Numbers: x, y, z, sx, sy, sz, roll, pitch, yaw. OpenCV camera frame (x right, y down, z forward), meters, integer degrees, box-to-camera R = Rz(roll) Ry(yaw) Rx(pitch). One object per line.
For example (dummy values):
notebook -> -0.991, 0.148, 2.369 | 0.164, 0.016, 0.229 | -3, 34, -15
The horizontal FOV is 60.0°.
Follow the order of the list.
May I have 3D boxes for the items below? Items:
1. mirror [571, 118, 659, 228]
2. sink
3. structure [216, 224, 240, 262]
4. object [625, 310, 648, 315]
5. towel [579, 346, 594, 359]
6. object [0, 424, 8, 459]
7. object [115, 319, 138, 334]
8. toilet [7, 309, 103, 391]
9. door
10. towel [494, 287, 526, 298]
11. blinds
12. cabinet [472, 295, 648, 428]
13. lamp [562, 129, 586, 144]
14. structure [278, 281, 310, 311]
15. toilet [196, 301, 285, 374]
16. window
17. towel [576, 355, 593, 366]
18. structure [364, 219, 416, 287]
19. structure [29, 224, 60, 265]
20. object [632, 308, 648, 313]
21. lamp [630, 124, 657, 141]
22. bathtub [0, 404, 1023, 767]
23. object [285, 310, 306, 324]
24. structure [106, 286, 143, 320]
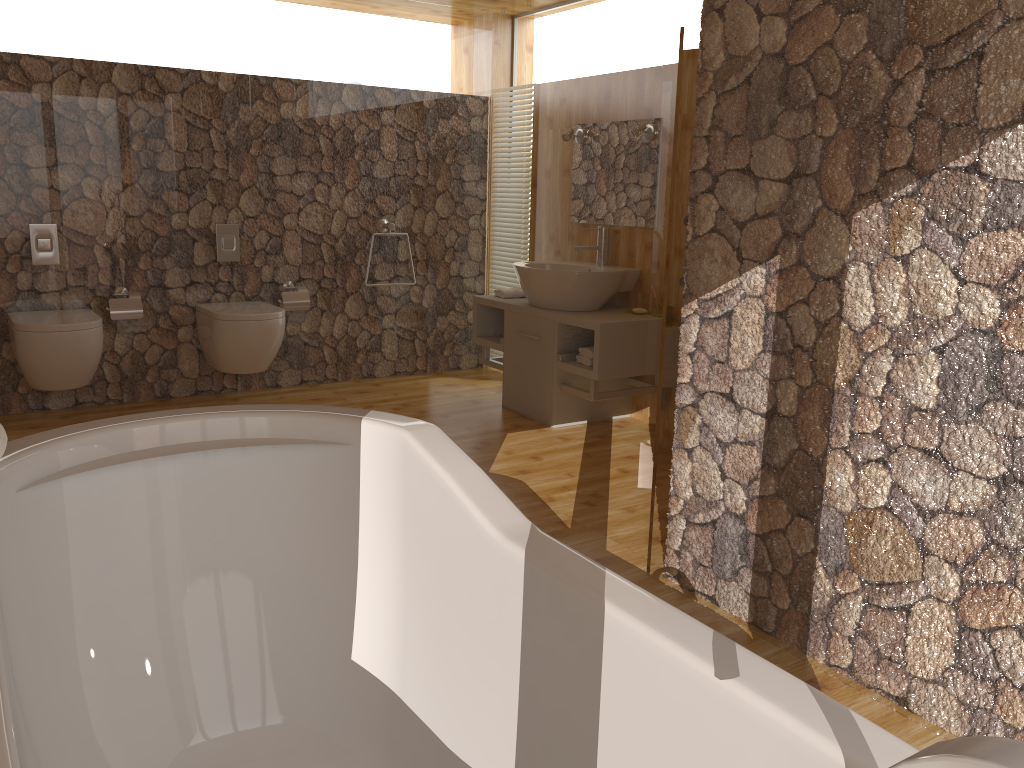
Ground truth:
mirror -> 0.525, -1.091, 4.600 | 0.005, 0.523, 0.698 | -6, 15, -32
sink -> 0.292, -0.605, 4.560 | 0.533, 0.409, 0.634 | -6, 15, -32
structure -> -1.533, -0.762, 4.782 | 0.120, 0.200, 0.010 | -6, 15, -32
object -> 0.631, -0.355, 4.388 | 0.100, 0.010, 0.100 | -6, 15, -32
towel -> 0.452, -0.162, 4.290 | 0.225, 0.048, 0.140 | -5, 14, -27
object -> -0.861, 0.100, 1.405 | 0.105, 0.077, 0.166 | -4, 14, -24
object -> -1.954, -0.335, 4.489 | 0.098, 0.151, 0.090 | -6, 15, -32
toilet -> -2.150, -0.151, 4.211 | 0.371, 0.337, 0.507 | -6, 15, -32
door -> 1.011, -0.626, 3.220 | 0.983, 2.147, 0.077 | 3, 12, 7
towel -> 0.028, -0.512, 4.944 | 0.225, 0.048, 0.140 | -5, 14, -27
blinds -> -0.004, -1.148, 5.441 | 0.042, 2.178, 0.420 | -6, 15, -32
cabinet -> 0.284, -0.128, 4.670 | 0.517, 0.570, 1.136 | -6, 15, -32
lamp -> 0.322, -1.330, 4.755 | 0.124, 0.080, 0.080 | -6, 15, -32
structure -> -1.233, -0.493, 4.959 | 0.170, 0.151, 0.154 | -6, 15, -32
toilet -> -1.411, -0.234, 4.683 | 0.371, 0.337, 0.507 | -6, 15, -32
window -> 1.079, -0.810, 4.068 | 0.010, 2.164, 3.964 | -6, 15, -32
towel -> 0.439, -0.126, 4.299 | 0.225, 0.048, 0.140 | -5, 14, -27
structure -> -0.736, -0.777, 5.236 | 0.332, 0.387, 0.133 | -6, 15, -32
structure -> -2.272, -0.678, 4.311 | 0.120, 0.200, 0.010 | -6, 15, -32
object -> 0.633, -0.363, 4.387 | 0.075, 0.023, 0.050 | 2, 12, 2
lamp -> 0.627, -1.222, 4.297 | 0.124, 0.080, 0.080 | -6, 15, -32
bathtub -> -0.246, 0.459, 1.124 | 0.977, 0.900, 1.946 | -6, 14, -30
object -> -1.216, -0.418, 4.959 | 0.098, 0.151, 0.090 | -6, 15, -32
structure -> -1.970, -0.410, 4.489 | 0.170, 0.151, 0.154 | -6, 15, -32
